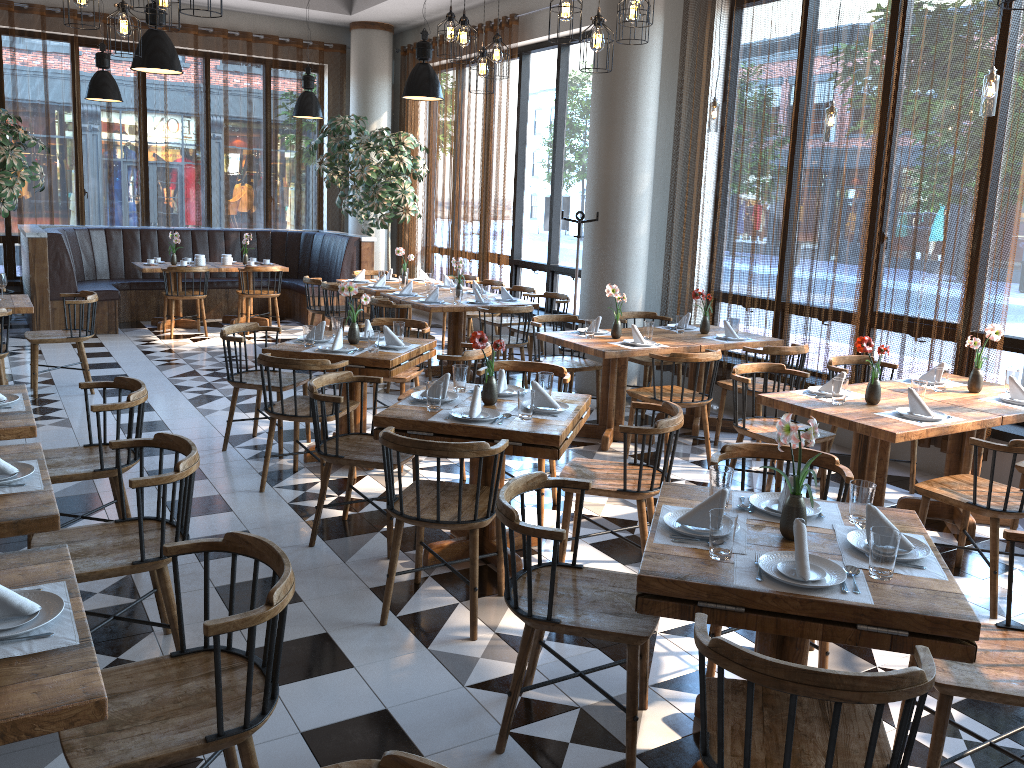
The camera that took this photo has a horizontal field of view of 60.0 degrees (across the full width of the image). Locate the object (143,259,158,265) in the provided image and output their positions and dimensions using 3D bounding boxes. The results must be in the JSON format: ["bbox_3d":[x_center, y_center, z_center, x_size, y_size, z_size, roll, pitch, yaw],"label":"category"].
[{"bbox_3d":[-4.324,-1.458,10.602,0.176,0.066,0.176,-7,15,-39],"label":"object"}]

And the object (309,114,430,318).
[{"bbox_3d":[-2.006,-2.240,11.925,1.755,2.761,1.489,6,11,17],"label":"object"}]

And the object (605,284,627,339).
[{"bbox_3d":[0.747,-0.532,6.460,0.146,0.397,0.208,7,11,22],"label":"object"}]

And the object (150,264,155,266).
[{"bbox_3d":[-4.271,-1.418,10.523,0.053,0.025,0.049,-8,15,-42],"label":"object"}]

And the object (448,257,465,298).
[{"bbox_3d":[-0.530,-1.029,8.550,0.146,0.397,0.208,-2,11,-26],"label":"object"}]

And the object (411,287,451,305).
[{"bbox_3d":[-0.742,-0.823,8.161,0.272,0.136,0.354,-4,13,-31],"label":"object"}]

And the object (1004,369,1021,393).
[{"bbox_3d":[2.871,-0.015,5.089,0.080,0.131,0.080,3,10,3],"label":"object"}]

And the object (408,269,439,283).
[{"bbox_3d":[-0.995,-1.245,10.109,0.272,0.136,0.354,-4,13,-31],"label":"object"}]

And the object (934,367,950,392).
[{"bbox_3d":[2.439,-0.022,5.036,0.080,0.131,0.080,3,10,3],"label":"object"}]

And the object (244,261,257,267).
[{"bbox_3d":[-3.229,-1.485,10.957,0.176,0.066,0.176,13,15,40],"label":"object"}]

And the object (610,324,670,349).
[{"bbox_3d":[0.894,-0.345,6.234,0.352,0.136,0.273,-5,13,-31],"label":"object"}]

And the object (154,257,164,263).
[{"bbox_3d":[-4.359,-1.520,10.889,0.176,0.066,0.177,5,12,13],"label":"object"}]

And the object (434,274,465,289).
[{"bbox_3d":[-0.681,-1.123,9.595,0.272,0.136,0.354,-4,13,-31],"label":"object"}]

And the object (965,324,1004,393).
[{"bbox_3d":[2.661,-0.143,5.011,0.207,0.397,0.147,-3,11,-27],"label":"object"}]

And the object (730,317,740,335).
[{"bbox_3d":[1.742,-0.454,6.936,0.080,0.131,0.080,1,10,-6],"label":"object"}]

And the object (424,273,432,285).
[{"bbox_3d":[-0.914,-1.138,9.633,0.080,0.131,0.080,12,14,43],"label":"object"}]

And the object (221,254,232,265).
[{"bbox_3d":[-3.562,-1.552,11.058,0.130,0.128,0.130,5,11,12],"label":"object"}]

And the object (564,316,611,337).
[{"bbox_3d":[0.615,-0.451,6.679,0.352,0.136,0.273,-5,13,-31],"label":"object"}]

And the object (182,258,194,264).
[{"bbox_3d":[-4.038,-1.539,11.045,0.176,0.066,0.177,-2,12,-21],"label":"object"}]

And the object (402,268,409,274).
[{"bbox_3d":[-1.222,-1.258,10.137,0.080,0.131,0.080,12,14,43],"label":"object"}]

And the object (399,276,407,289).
[{"bbox_3d":[-1.134,-1.052,9.177,0.080,0.131,0.080,12,14,43],"label":"object"}]

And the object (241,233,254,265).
[{"bbox_3d":[-3.327,-1.699,11.151,0.146,0.397,0.208,-2,11,-26],"label":"object"}]

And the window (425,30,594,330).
[{"bbox_3d":[-0.005,-2.494,10.847,0.365,3.143,4.997,-3,13,-31],"label":"window"}]

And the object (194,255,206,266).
[{"bbox_3d":[-3.812,-1.513,10.819,0.130,0.128,0.130,5,11,12],"label":"object"}]

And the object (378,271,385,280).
[{"bbox_3d":[-1.421,-1.163,9.647,0.080,0.131,0.080,12,14,43],"label":"object"}]

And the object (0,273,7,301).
[{"bbox_3d":[-4.075,-0.777,7.075,0.081,0.214,0.082,6,11,22],"label":"object"}]

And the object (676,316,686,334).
[{"bbox_3d":[1.310,-0.461,6.883,0.080,0.131,0.080,1,10,-6],"label":"object"}]

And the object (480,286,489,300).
[{"bbox_3d":[-0.265,-0.868,8.486,0.080,0.131,0.080,12,14,43],"label":"object"}]

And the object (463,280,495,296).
[{"bbox_3d":[-0.340,-0.990,9.036,0.272,0.136,0.354,-4,13,-31],"label":"object"}]

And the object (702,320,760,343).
[{"bbox_3d":[1.655,-0.408,6.690,0.352,0.136,0.273,-5,13,-31],"label":"object"}]

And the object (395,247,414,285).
[{"bbox_3d":[-1.173,-1.285,9.632,0.207,0.397,0.147,-4,12,-32],"label":"object"}]

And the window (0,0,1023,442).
[{"bbox_3d":[0.335,-1.938,8.287,15.180,3.143,4.511,11,14,35],"label":"window"}]

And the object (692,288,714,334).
[{"bbox_3d":[1.470,-0.568,6.885,0.171,0.352,0.157,1,10,-9],"label":"object"}]

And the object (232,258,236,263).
[{"bbox_3d":[-3.619,-1.587,11.355,0.176,0.066,0.177,5,12,13],"label":"object"}]

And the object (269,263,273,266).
[{"bbox_3d":[-3.046,-1.509,11.206,0.034,0.023,0.156,-7,15,-40],"label":"object"}]

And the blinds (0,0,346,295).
[{"bbox_3d":[-4.853,-2.942,11.668,5.550,3.556,0.156,-4,12,-31],"label":"blinds"}]

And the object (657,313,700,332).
[{"bbox_3d":[1.376,-0.514,7.136,0.352,0.136,0.273,-5,13,-31],"label":"object"}]

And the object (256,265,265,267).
[{"bbox_3d":[-3.097,-1.462,10.974,0.155,0.023,0.034,1,11,-6],"label":"object"}]

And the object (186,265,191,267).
[{"bbox_3d":[-3.840,-1.398,10.517,0.049,0.025,0.053,8,13,26],"label":"object"}]

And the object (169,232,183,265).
[{"bbox_3d":[-4.084,-1.646,10.745,0.207,0.397,0.147,7,11,25],"label":"object"}]

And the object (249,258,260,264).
[{"bbox_3d":[-3.347,-1.596,11.460,0.176,0.066,0.177,-1,12,-18],"label":"object"}]

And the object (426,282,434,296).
[{"bbox_3d":[-0.797,-0.921,8.627,0.080,0.131,0.080,12,14,43],"label":"object"}]

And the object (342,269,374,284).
[{"bbox_3d":[-1.676,-1.186,9.689,0.272,0.136,0.354,-4,13,-31],"label":"object"}]

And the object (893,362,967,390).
[{"bbox_3d":[2.506,-0.075,5.286,0.352,0.136,0.273,-5,13,-31],"label":"object"}]

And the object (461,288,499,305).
[{"bbox_3d":[-0.309,-0.821,8.243,0.352,0.136,0.273,-5,13,-31],"label":"object"}]

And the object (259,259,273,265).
[{"bbox_3d":[-3.131,-1.554,11.303,0.176,0.066,0.176,-8,15,-40],"label":"object"}]

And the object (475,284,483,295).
[{"bbox_3d":[-0.328,-0.908,8.662,0.080,0.131,0.080,12,14,43],"label":"object"}]

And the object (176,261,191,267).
[{"bbox_3d":[-3.918,-1.434,10.572,0.176,0.066,0.177,3,12,4],"label":"object"}]

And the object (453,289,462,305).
[{"bbox_3d":[-0.498,-0.792,8.079,0.080,0.131,0.080,12,14,43],"label":"object"}]

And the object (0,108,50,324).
[{"bbox_3d":[-6.302,-2.023,10.020,1.486,2.761,1.760,11,13,39],"label":"object"}]

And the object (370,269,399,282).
[{"bbox_3d":[-1.389,-1.236,9.985,0.352,0.136,0.273,-5,13,-31],"label":"object"}]

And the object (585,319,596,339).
[{"bbox_3d":[0.567,-0.399,6.437,0.080,0.131,0.080,12,14,43],"label":"object"}]

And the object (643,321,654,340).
[{"bbox_3d":[0.999,-0.392,6.490,0.080,0.131,0.080,12,14,43],"label":"object"}]

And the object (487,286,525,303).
[{"bbox_3d":[-0.045,-0.875,8.553,0.272,0.136,0.354,-4,13,-31],"label":"object"}]

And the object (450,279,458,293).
[{"bbox_3d":[-0.597,-1.002,9.053,0.080,0.131,0.080,12,14,43],"label":"object"}]

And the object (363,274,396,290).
[{"bbox_3d":[-1.379,-1.070,9.203,0.272,0.136,0.354,-4,13,-31],"label":"object"}]

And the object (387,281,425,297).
[{"bbox_3d":[-1.037,-0.937,8.644,0.272,0.136,0.354,-4,13,-31],"label":"object"}]
